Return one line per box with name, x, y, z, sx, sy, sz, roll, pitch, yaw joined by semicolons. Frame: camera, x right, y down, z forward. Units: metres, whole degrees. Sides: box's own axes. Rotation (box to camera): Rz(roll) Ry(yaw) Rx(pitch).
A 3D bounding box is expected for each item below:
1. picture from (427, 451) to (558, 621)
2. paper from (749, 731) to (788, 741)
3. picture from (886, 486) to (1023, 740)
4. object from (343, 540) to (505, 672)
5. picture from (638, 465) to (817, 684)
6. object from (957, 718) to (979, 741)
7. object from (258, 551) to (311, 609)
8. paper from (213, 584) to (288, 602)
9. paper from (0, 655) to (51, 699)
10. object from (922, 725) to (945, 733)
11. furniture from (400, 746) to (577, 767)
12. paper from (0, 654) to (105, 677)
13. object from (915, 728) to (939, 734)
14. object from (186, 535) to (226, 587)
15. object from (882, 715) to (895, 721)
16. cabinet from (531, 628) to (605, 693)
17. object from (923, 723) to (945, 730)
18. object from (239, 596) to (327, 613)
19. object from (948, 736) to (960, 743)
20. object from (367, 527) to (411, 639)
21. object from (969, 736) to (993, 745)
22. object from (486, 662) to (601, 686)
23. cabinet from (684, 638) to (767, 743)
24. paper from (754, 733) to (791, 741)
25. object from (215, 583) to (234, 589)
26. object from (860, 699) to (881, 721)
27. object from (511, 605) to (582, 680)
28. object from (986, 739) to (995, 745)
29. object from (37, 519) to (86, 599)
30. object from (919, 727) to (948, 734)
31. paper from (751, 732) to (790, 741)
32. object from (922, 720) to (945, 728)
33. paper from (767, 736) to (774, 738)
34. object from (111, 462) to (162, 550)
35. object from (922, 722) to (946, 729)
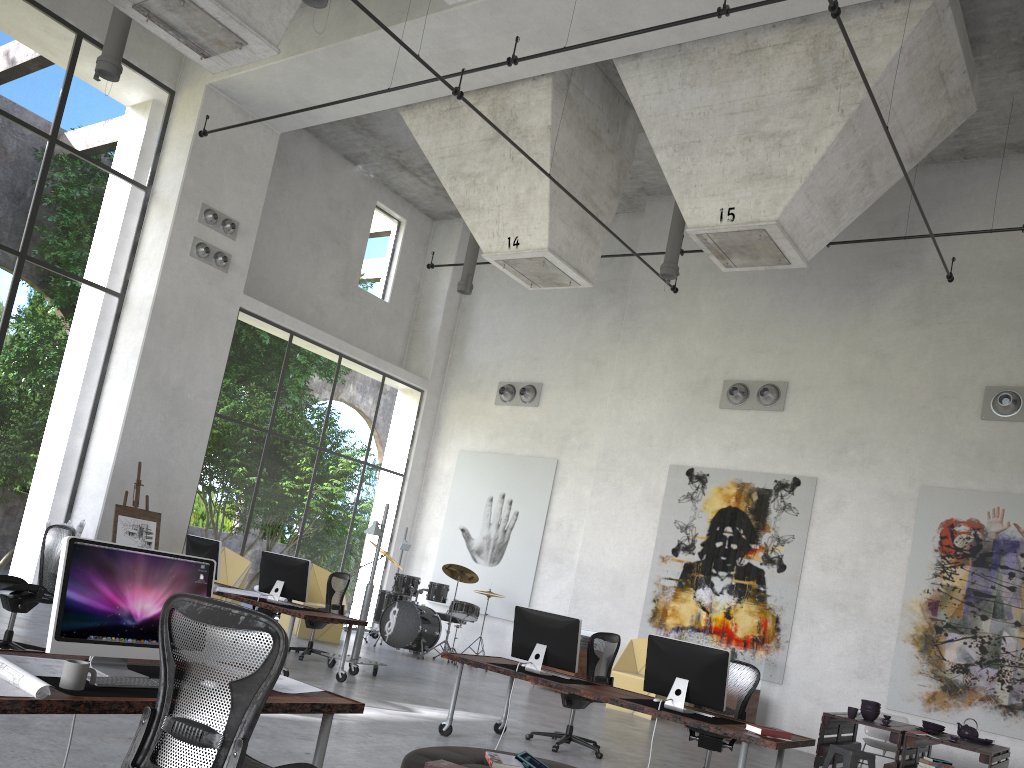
picture;-0.404;2.794;16.476;2.321;2.977;0.021;5;-8;37
paper;1.928;2.638;6.609;0.288;0.001;0.216;7;-14;19
picture;6.134;2.868;11.110;2.203;2.977;0.021;5;-8;37
object;-1.502;3.779;15.172;2.950;1.718;1.929;7;-10;21
picture;3.186;2.779;13.289;2.338;2.977;0.021;5;-8;37
object;4.918;3.718;9.469;0.216;0.229;0.217;5;-11;35
object;-2.567;2.248;10.063;0.709;0.545;0.386;6;-9;28
paper;-3.309;2.462;10.581;0.973;0.103;1.100;-2;-18;46
paper;-2.217;0.921;2.971;0.970;0.103;1.104;2;-16;36
object;4.533;3.718;9.455;0.229;0.046;0.233;12;-13;-3
furniture;0.082;2.431;4.961;1.500;0.422;1.547;2;-16;38
paper;-1.870;1.197;3.696;0.496;0.001;0.428;23;-17;-41
object;4.362;3.656;9.244;0.233;0.019;0.240;3;-15;32
object;-3.809;2.211;10.981;0.710;0.545;0.386;3;-11;38
object;4.262;3.786;9.963;0.140;0.055;0.116;20;-14;-36
cabinet;0.883;4.267;13.608;0.730;0.999;0.761;6;-10;37
object;4.537;3.703;9.456;0.227;0.062;0.235;4;-15;32
object;-2.620;2.522;10.039;0.842;0.008;0.706;4;-15;28
object;4.373;3.518;8.709;0.137;0.055;0.119;9;-12;12
object;-2.200;3.749;16.539;0.585;2.122;0.599;13;-6;-18
object;4.902;3.738;9.193;0.228;0.046;0.235;8;-13;14
object;0.284;2.610;7.893;0.844;0.008;0.705;1;-16;38
cabinet;2.912;4.173;11.964;0.738;1.237;0.608;6;-9;37
paper;1.928;2.639;6.609;0.290;0.001;0.214;12;-13;-1
object;-3.862;2.485;10.956;0.844;0.008;0.705;1;-16;38
object;3.826;3.487;9.384;0.192;0.211;0.219;5;-11;38
object;0.337;2.336;7.917;0.710;0.545;0.386;3;-11;38
object;5.073;3.804;9.334;0.116;0.055;0.140;12;-12;-2
object;-6.171;2.386;11.936;0.438;1.192;0.420;10;-6;15
object;4.530;3.738;9.455;0.294;0.024;0.303;8;-13;14
paper;1.928;2.639;6.609;0.289;0.001;0.215;9;-13;9
object;4.536;3.679;9.463;0.227;0.057;0.235;2;-15;36
paper;1.934;2.640;6.615;0.296;0.001;0.210;21;-16;-35
object;-5.290;2.137;12.219;0.679;2.114;0.709;7;-8;38
object;4.540;3.692;9.461;0.227;0.062;0.234;4;-15;32
